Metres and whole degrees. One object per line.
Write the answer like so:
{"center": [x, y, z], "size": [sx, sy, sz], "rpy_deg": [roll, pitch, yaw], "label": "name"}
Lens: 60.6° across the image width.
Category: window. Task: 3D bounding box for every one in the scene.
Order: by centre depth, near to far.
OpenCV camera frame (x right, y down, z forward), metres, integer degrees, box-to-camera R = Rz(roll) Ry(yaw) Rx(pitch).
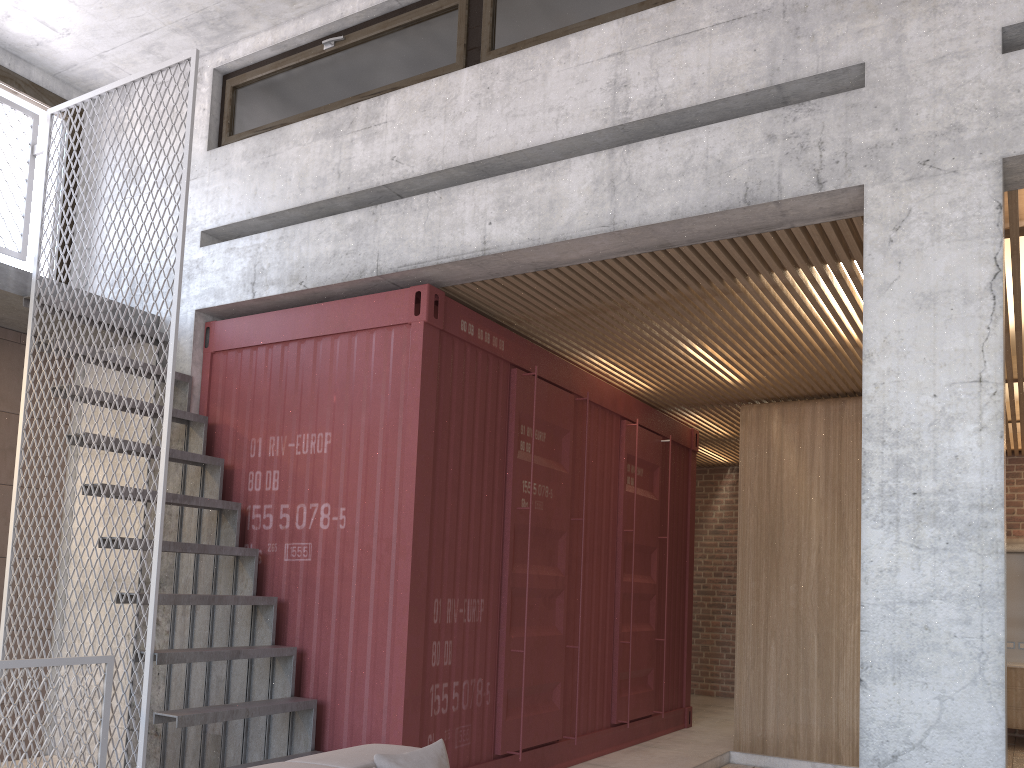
{"center": [1.556, -2.250, 4.067], "size": [8.462, 0.598, 0.115], "rpy_deg": [-5, -9, 30], "label": "window"}
{"center": [-4.295, -1.657, 5.212], "size": [0.110, 1.713, 3.637], "rpy_deg": [0, -12, 30], "label": "window"}

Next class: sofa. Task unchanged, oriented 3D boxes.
{"center": [-0.066, 1.376, 1.509], "size": [3.020, 0.770, 3.057], "rpy_deg": [-5, -15, 30], "label": "sofa"}

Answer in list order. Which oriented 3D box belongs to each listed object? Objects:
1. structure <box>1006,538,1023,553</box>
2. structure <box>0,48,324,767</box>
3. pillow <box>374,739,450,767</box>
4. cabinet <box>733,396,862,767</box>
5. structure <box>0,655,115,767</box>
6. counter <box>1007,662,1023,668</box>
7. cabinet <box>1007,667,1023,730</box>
{"center": [7.204, 1.653, 8.860], "size": [4.090, 0.154, 0.212], "rpy_deg": [-6, -13, 30], "label": "structure"}
{"center": [-3.164, 0.223, 4.367], "size": [3.043, 4.237, 3.749], "rpy_deg": [-2, -10, 30], "label": "structure"}
{"center": [-0.336, 1.511, 3.210], "size": [0.188, 0.360, 0.368], "rpy_deg": [-2, -10, 35], "label": "pillow"}
{"center": [3.625, 2.059, 9.100], "size": [1.520, 3.069, 3.827], "rpy_deg": [-1, -11, 30], "label": "cabinet"}
{"center": [-4.016, 1.443, 3.068], "size": [1.932, 0.916, 4.516], "rpy_deg": [-4, -15, 30], "label": "structure"}
{"center": [7.036, 2.887, 8.559], "size": [4.090, 0.020, 0.666], "rpy_deg": [-6, -15, 30], "label": "counter"}
{"center": [7.159, 2.571, 8.772], "size": [4.127, 2.037, 1.093], "rpy_deg": [-5, -9, 31], "label": "cabinet"}
